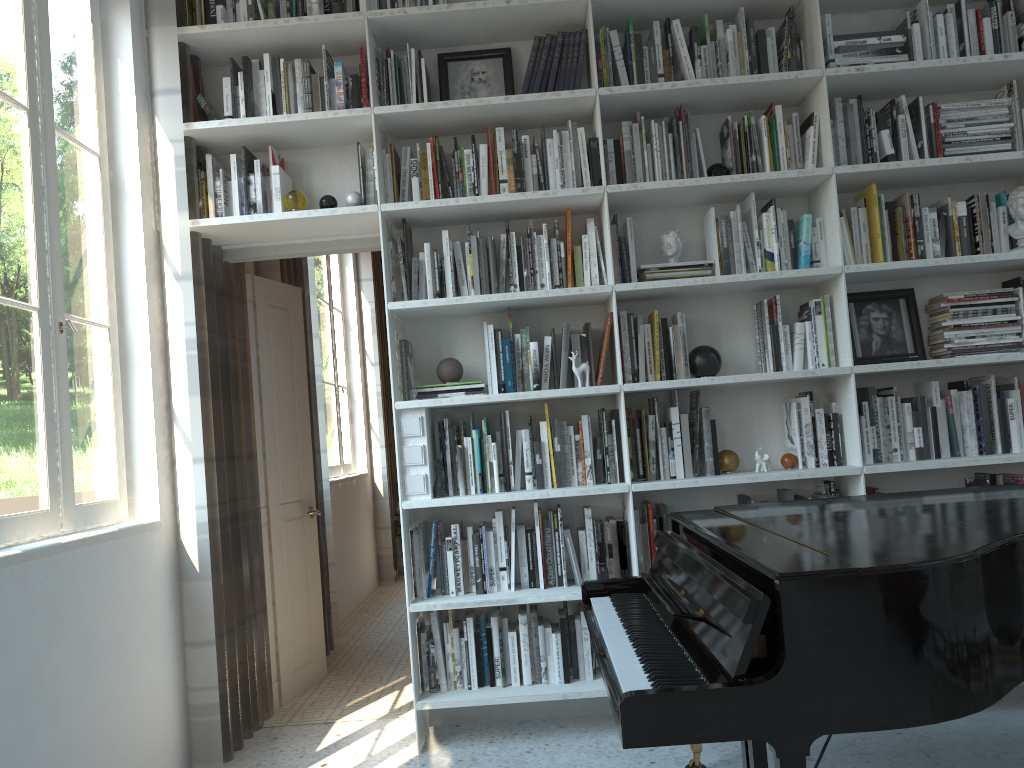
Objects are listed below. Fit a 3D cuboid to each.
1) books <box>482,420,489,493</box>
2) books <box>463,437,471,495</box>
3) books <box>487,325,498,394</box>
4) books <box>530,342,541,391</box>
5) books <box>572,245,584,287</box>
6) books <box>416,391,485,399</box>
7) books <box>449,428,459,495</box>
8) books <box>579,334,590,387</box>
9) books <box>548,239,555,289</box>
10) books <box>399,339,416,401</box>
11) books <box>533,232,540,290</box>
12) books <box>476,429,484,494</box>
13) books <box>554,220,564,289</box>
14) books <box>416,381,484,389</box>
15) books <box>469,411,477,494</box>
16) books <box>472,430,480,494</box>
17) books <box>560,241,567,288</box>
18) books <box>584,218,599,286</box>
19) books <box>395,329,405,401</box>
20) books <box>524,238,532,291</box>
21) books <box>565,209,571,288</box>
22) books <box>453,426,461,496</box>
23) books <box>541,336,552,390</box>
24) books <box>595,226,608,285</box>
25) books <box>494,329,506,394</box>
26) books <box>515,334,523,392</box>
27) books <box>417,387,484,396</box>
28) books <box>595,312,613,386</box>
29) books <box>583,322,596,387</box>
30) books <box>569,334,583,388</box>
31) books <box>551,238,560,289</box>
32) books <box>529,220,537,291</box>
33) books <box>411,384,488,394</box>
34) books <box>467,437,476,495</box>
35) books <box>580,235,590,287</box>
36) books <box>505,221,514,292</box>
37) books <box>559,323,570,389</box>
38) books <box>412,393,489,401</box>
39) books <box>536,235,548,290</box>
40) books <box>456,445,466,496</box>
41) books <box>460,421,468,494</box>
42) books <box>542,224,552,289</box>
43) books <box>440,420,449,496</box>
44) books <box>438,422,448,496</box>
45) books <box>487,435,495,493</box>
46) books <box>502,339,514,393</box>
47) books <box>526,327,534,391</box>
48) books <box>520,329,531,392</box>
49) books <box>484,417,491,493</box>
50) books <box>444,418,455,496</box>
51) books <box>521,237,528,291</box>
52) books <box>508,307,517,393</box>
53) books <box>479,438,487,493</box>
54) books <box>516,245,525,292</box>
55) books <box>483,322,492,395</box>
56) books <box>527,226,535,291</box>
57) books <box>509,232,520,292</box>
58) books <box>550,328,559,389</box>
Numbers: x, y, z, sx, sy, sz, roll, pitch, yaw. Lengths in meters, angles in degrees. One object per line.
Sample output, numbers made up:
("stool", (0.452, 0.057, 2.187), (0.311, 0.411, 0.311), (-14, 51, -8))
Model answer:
("books", (-0.097, 0.280, 3.449), (0.009, 0.277, 0.157), (-4, -3, 1))
("books", (-0.167, 0.315, 3.445), (0.015, 0.218, 0.176), (-4, -3, 1))
("books", (-0.072, -0.087, 3.458), (0.024, 0.273, 0.150), (-4, -3, 1))
("books", (0.091, -0.059, 3.433), (0.029, 0.190, 0.189), (-4, -3, 1))
("books", (0.259, -0.435, 3.473), (0.030, 0.183, 0.152), (-4, -3, 1))
("books", (-0.236, 0.045, 3.465), (0.254, 0.012, 0.161), (-5, -3, 2))
("books", (-0.220, 0.300, 3.456), (0.022, 0.257, 0.141), (-4, -3, 1))
("books", (0.278, -0.083, 3.451), (0.027, 0.209, 0.144), (-4, -3, 1))
("books", (0.153, -0.444, 3.477), (0.012, 0.217, 0.160), (-4, -3, 1))
("books", (-0.408, -0.045, 3.466), (0.028, 0.243, 0.156), (-4, -3, 1))
("books", (0.098, -0.457, 3.485), (0.011, 0.251, 0.139), (-4, -3, 1))
("books", (-0.121, 0.297, 3.426), (0.009, 0.244, 0.184), (-4, -3, 1))
("books", (0.184, -0.484, 3.487), (0.015, 0.292, 0.144), (-4, -3, 1))
("books", (-0.239, 0.009, 3.467), (0.254, 0.012, 0.161), (-5, -3, 2))
("books", (-0.145, 0.265, 3.444), (0.006, 0.315, 0.145), (-4, -3, 1))
("books", (-0.132, 0.299, 3.440), (0.014, 0.243, 0.171), (-4, -3, 1))
("books", (0.201, -0.441, 3.470), (0.013, 0.203, 0.161), (-4, -3, 1))
("books", (0.314, -0.491, 3.479), (0.027, 0.285, 0.148), (-4, -3, 1))
("books", (-0.429, -0.064, 3.477), (0.012, 0.285, 0.159), (-4, -3, 1))
("books", (0.064, -0.442, 3.479), (0.013, 0.227, 0.151), (-4, -3, 1))
("books", (0.221, -0.504, 3.473), (0.035, 0.325, 0.170), (-4, -3, 1))
("books", (-0.206, 0.294, 3.436), (0.007, 0.264, 0.177), (-4, -3, 1))
("books", (0.134, -0.073, 3.466), (0.056, 0.214, 0.143), (-4, -3, 1))
("books", (0.347, -0.479, 3.479), (0.036, 0.257, 0.123), (-4, -3, 1))
("books", (-0.044, -0.080, 3.465), (0.031, 0.255, 0.143), (-4, -3, 1))
("books", (0.028, -0.073, 3.473), (0.030, 0.231, 0.148), (-4, -3, 1))
("books", (-0.237, 0.033, 3.462), (0.254, 0.012, 0.161), (-4, -3, -2))
("books", (0.350, -0.124, 3.415), (0.082, 0.276, 0.228), (-4, -3, 1))
("books", (0.301, -0.105, 3.455), (0.021, 0.251, 0.154), (-4, -3, 1))
("books", (0.250, -0.080, 3.442), (0.030, 0.207, 0.172), (-4, -3, 1))
("books", (0.169, -0.447, 3.482), (0.021, 0.220, 0.148), (-4, -3, 1))
("books", (0.085, -0.482, 3.491), (0.011, 0.304, 0.130), (-4, -3, 1))
("books", (-0.238, 0.021, 3.460), (0.285, 0.012, 0.159), (-5, -3, 5))
("books", (-0.152, 0.314, 3.432), (0.015, 0.216, 0.180), (-4, -3, 1))
("books", (0.287, -0.458, 3.473), (0.031, 0.223, 0.145), (-4, -3, 1))
("books", (-0.006, -0.473, 3.474), (0.013, 0.299, 0.151), (-4, -3, 1))
("books", (0.203, -0.100, 3.451), (0.060, 0.255, 0.158), (-4, -3, 1))
("books", (-0.235, 0.057, 3.460), (0.285, 0.012, 0.159), (-5, -3, 4))
("books", (0.118, -0.453, 3.494), (0.028, 0.242, 0.131), (-4, -3, 1))
("books", (-0.190, 0.330, 3.418), (0.019, 0.189, 0.193), (-4, -3, 1))
("books", (-0.180, 0.285, 3.441), (0.008, 0.279, 0.164), (-4, -3, 1))
("books", (0.137, -0.473, 3.465), (0.015, 0.275, 0.157), (-4, -3, 1))
("books", (-0.255, 0.287, 3.456), (0.016, 0.289, 0.152), (-4, -3, 1))
("books", (-0.266, 0.290, 3.458), (0.008, 0.285, 0.159), (-4, -3, 1))
("books", (-0.077, 0.307, 3.430), (0.015, 0.219, 0.190), (-4, -3, 1))
("books", (-0.013, -0.060, 3.434), (0.029, 0.208, 0.189), (-4, -3, 1))
("books", (0.069, -0.087, 3.447), (0.011, 0.250, 0.172), (-4, -3, 1))
("books", (0.053, -0.084, 3.466), (0.022, 0.248, 0.129), (-4, -3, 1))
("books", (-0.090, 0.274, 3.425), (0.007, 0.286, 0.182), (-4, -3, 1))
("books", (-0.240, 0.283, 3.449), (0.014, 0.294, 0.171), (-4, -3, 1))
("books", (0.051, -0.443, 3.467), (0.013, 0.229, 0.177), (-4, -3, 1))
("books", (0.003, -0.123, 3.470), (0.011, 0.335, 0.153), (-4, -3, 1))
("books", (-0.107, 0.315, 3.456), (0.016, 0.211, 0.146), (-4, -3, 1))
("books", (0.035, -0.428, 3.481), (0.021, 0.205, 0.130), (-4, -3, 1))
("books", (-0.091, -0.091, 3.459), (0.012, 0.285, 0.159), (-4, -3, 1))
("books", (0.075, -0.466, 3.475), (0.012, 0.272, 0.145), (-4, -3, 1))
("books", (0.012, -0.453, 3.482), (0.021, 0.256, 0.156), (-4, -3, 1))
("books", (0.167, -0.089, 3.466), (0.013, 0.241, 0.141), (-4, -3, 1))
